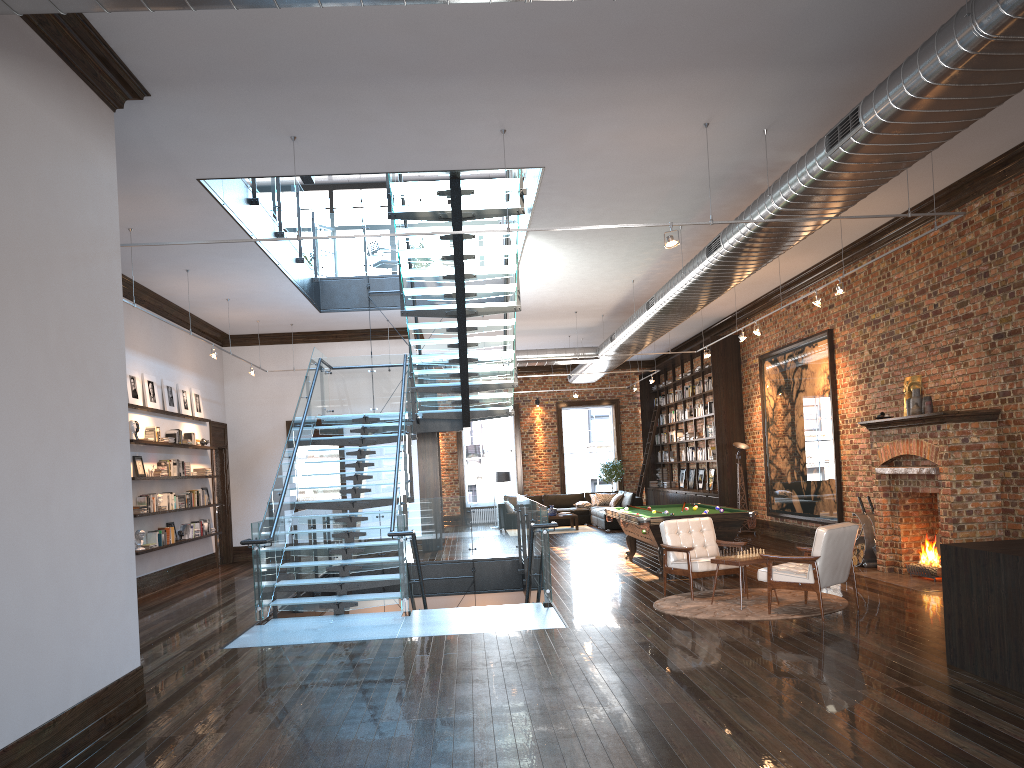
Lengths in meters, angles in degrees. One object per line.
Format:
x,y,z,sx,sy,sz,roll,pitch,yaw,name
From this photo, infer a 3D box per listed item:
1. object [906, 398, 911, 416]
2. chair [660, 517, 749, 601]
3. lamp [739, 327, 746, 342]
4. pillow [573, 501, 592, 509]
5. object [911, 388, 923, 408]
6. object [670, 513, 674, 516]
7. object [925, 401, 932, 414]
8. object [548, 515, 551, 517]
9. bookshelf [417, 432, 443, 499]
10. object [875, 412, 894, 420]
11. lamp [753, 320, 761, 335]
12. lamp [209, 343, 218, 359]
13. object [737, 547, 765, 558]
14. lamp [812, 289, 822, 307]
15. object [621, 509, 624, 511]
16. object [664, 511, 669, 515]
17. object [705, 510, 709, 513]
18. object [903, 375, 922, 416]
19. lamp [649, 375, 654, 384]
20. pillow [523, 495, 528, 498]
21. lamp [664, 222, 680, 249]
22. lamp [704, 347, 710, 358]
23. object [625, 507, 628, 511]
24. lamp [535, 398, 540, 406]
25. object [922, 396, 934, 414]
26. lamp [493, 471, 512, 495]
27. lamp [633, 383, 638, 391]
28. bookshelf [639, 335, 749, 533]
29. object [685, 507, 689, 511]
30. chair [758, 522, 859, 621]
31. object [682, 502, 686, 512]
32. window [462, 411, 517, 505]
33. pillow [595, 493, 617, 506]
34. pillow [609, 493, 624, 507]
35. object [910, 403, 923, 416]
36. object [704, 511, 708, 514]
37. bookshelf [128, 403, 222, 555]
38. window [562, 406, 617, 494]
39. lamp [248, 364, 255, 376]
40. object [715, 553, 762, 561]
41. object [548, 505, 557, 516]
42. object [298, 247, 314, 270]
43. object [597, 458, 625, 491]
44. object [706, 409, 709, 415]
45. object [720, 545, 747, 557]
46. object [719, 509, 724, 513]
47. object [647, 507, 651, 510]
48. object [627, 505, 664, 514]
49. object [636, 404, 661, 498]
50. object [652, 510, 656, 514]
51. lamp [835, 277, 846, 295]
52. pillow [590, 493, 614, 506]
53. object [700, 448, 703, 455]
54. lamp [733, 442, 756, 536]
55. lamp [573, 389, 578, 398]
4.892,0.293,10.851,0.118,0.249,0.118,-4,-2,45,object
2.153,1.948,9.945,0.767,0.864,0.744,-2,-3,-23,chair
3.626,-0.777,13.931,0.114,0.230,0.114,-2,-2,-24,lamp
1.831,3.143,23.001,0.409,0.203,0.613,-3,-5,-5,pillow
4.891,0.230,10.705,0.145,0.349,0.145,-4,-2,33,object
2.095,1.715,11.592,0.057,0.057,0.057,-3,-3,2,object
4.885,0.287,10.403,0.082,0.178,0.081,-4,-2,39,object
0.773,3.151,21.118,0.267,0.018,0.202,-5,-6,21,object
-1.704,1.623,18.397,0.400,3.510,1.787,-3,-2,-3,bookshelf
4.633,0.398,11.045,0.237,0.105,0.237,-4,-5,7,object
3.662,-0.841,13.267,0.114,0.230,0.114,-4,-2,26,lamp
-4.316,-0.468,12.795,0.114,0.230,0.114,-4,-2,41,lamp
2.441,1.713,9.058,0.334,0.100,0.076,0,-3,-28,object
3.777,-1.063,10.994,0.114,0.230,0.114,-2,-2,-29,lamp
1.637,1.890,13.184,0.057,0.057,0.057,-3,-3,-5,object
2.127,1.772,12.210,0.057,0.057,0.057,-1,-4,-33,object
2.632,1.723,11.975,0.057,0.057,0.057,-5,-4,36,object
4.986,0.171,11.110,0.125,0.535,0.410,-3,-2,-3,object
3.263,-0.118,20.674,0.113,0.230,0.114,-2,-2,-27,lamp
0.080,3.107,23.157,0.700,0.439,0.305,-3,-2,-3,pillow
1.359,-1.262,7.561,0.113,0.230,0.114,-3,-2,-14,lamp
3.516,-0.575,15.994,0.113,0.230,0.114,-3,-2,11,lamp
1.779,1.937,13.761,0.057,0.057,0.057,-3,-3,-2,object
0.723,0.507,25.095,0.126,0.236,0.155,-3,-2,-3,lamp
4.933,0.264,10.525,0.120,0.242,0.120,-3,-2,17,object
-0.313,3.016,23.041,0.689,1.464,0.419,-4,-1,27,lamp
3.159,0.077,22.678,0.114,0.230,0.114,-4,-2,36,lamp
4.212,1.372,21.598,0.600,3.988,7.438,-3,-4,-3,bookshelf
2.535,1.813,12.864,0.057,0.057,0.057,-1,-4,-38,object
2.866,1.779,8.555,0.767,0.864,0.744,0,-4,-43,chair
2.575,1.845,13.319,0.028,0.072,1.610,-3,-5,12,object
-0.643,2.151,25.404,1.520,2.748,0.155,-3,-1,-3,window
2.471,2.993,23.066,0.611,0.361,0.289,-3,-2,1,pillow
2.666,2.973,22.608,0.314,0.354,0.631,-3,-4,-4,pillow
4.785,0.305,10.496,0.136,0.169,0.136,-5,-3,39,object
2.560,1.702,11.710,0.057,0.057,0.057,-3,-3,2,object
-5.252,1.467,13.890,0.200,2.049,4.092,-3,-4,-3,bookshelf
2.210,2.016,25.555,1.520,2.748,0.155,-3,-1,-3,window
-4.436,-0.244,15.096,0.114,0.230,0.113,-4,-2,43,lamp
2.383,1.789,9.171,0.388,0.028,0.390,0,-6,-28,object
0.963,3.042,21.306,0.216,0.250,0.215,-4,-3,30,object
-4.793,-2.217,20.264,0.811,1.861,0.803,-2,-2,-45,object
2.793,3.003,24.914,0.812,1.861,0.801,-3,-1,5,object
4.427,0.636,19.964,0.096,0.136,0.236,-2,-4,-19,object
2.319,1.741,9.286,0.334,0.100,0.076,0,-3,-28,object
2.828,1.712,11.969,0.057,0.057,0.057,-4,-3,19,object
2.091,1.897,13.506,0.057,0.057,0.057,0,-4,-45,object
1.981,1.873,13.287,0.028,0.072,1.613,-3,-5,-11,object
3.658,2.120,24.172,0.896,3.071,0.496,-3,-1,-3,object
2.003,1.806,12.499,0.057,0.057,0.057,-5,-4,34,object
3.813,-1.139,10.306,0.118,0.212,0.117,-4,-2,38,lamp
2.389,3.040,23.241,0.703,0.337,0.270,-3,-2,-2,pillow
4.475,1.638,20.671,0.166,0.282,0.015,-3,-1,-3,object
4.510,2.042,17.305,0.425,1.824,0.507,-3,-1,2,lamp
1.698,0.247,23.665,0.113,0.230,0.114,-2,-2,-34,lamp
